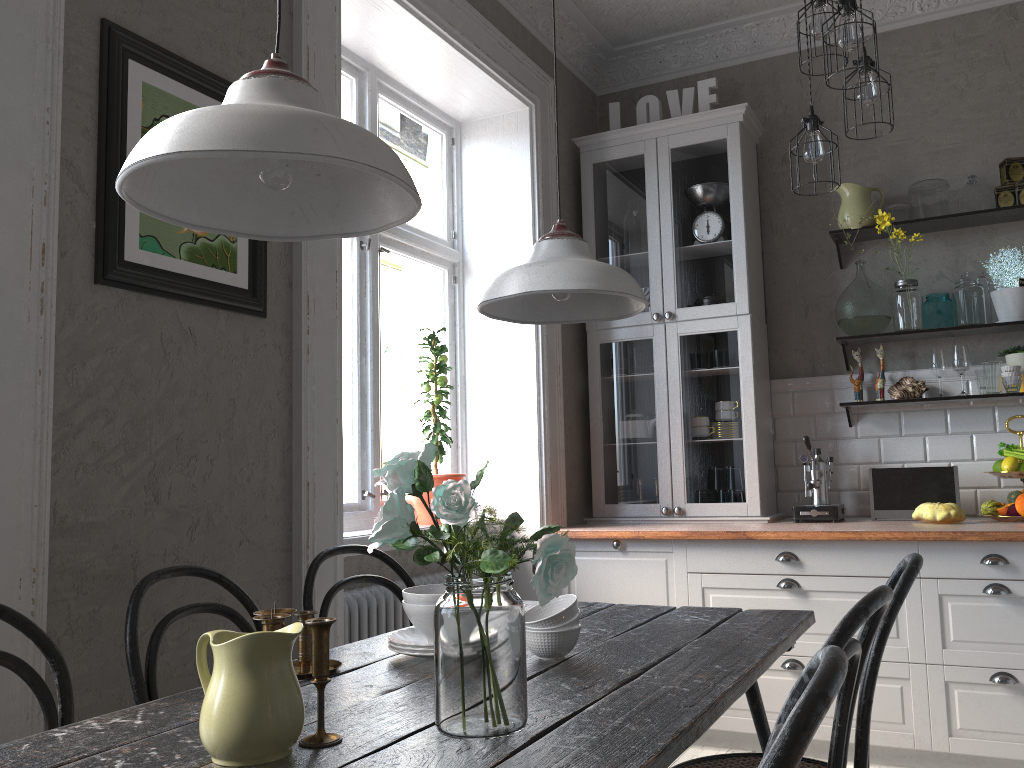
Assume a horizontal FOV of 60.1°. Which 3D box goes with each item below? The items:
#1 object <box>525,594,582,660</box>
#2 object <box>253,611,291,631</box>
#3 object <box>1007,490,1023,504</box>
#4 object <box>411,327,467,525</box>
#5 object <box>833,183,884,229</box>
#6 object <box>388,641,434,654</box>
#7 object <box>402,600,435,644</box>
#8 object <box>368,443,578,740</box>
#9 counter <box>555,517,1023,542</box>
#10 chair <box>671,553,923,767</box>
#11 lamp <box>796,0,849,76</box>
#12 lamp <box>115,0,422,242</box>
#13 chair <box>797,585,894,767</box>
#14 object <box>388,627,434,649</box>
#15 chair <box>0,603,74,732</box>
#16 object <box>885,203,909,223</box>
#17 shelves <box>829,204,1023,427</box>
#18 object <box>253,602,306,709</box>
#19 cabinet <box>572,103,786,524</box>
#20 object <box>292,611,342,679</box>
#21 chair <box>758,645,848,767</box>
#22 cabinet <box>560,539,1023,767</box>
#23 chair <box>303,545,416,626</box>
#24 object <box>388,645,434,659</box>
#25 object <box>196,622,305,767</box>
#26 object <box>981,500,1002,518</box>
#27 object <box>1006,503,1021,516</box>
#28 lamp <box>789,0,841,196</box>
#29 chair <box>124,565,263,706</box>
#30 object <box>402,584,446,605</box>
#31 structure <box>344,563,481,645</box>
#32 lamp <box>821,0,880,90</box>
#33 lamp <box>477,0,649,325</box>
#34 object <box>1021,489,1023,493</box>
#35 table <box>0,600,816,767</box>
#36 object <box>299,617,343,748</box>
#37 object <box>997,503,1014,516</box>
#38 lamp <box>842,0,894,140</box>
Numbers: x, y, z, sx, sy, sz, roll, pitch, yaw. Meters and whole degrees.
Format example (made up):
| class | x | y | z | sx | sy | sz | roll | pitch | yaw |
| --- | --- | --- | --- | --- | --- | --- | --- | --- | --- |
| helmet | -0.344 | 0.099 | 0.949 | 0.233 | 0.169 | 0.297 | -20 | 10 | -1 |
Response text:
| class | x | y | z | sx | sy | sz | roll | pitch | yaw |
| --- | --- | --- | --- | --- | --- | --- | --- | --- | --- |
| object | 0.077 | 0.486 | 1.773 | 0.122 | 0.119 | 0.130 | -7 | -8 | 42 |
| object | -0.362 | 0.426 | 1.333 | 0.063 | 0.172 | 0.061 | 4 | -8 | -42 |
| object | 2.080 | 0.470 | 3.613 | 0.157 | 0.076 | 0.077 | 3 | -7 | -37 |
| object | -0.320 | 0.166 | 3.656 | 0.265 | 0.813 | 0.255 | 3 | -7 | -36 |
| object | 1.585 | -0.803 | 4.050 | 0.187 | 0.216 | 0.177 | -6 | -8 | 40 |
| object | -0.134 | 0.535 | 1.824 | 0.238 | 0.027 | 0.236 | -1 | -6 | -5 |
| object | -0.135 | 0.491 | 1.829 | 0.177 | 0.094 | 0.182 | -3 | -6 | 18 |
| object | -0.053 | 0.291 | 1.290 | 0.307 | 0.414 | 0.255 | -4 | -6 | 25 |
| counter | 1.151 | 0.469 | 2.394 | 3.108 | 0.039 | 3.448 | -5 | -7 | 27 |
| chair | 0.565 | 0.808 | 1.788 | 0.540 | 0.920 | 0.445 | -4 | -6 | 24 |
| lamp | 0.953 | -1.856 | 2.854 | 0.145 | 1.734 | 0.148 | -3 | -6 | 14 |
| lamp | -0.332 | -1.156 | 1.257 | 0.386 | 1.858 | 0.373 | 1 | -7 | -26 |
| chair | 0.321 | 0.770 | 1.361 | 0.538 | 0.920 | 0.446 | -5 | -7 | 34 |
| object | -0.134 | 0.527 | 1.825 | 0.242 | 0.027 | 0.232 | 3 | -8 | -40 |
| chair | -0.742 | 0.794 | 1.293 | 0.538 | 0.920 | 0.446 | -5 | -7 | 34 |
| object | 1.754 | -0.757 | 4.028 | 0.101 | 0.111 | 0.105 | -4 | -7 | 26 |
| shelves | 2.090 | -0.275 | 3.815 | 1.294 | 0.923 | 0.232 | -4 | -7 | 26 |
| object | -0.381 | 0.437 | 1.424 | 0.095 | 0.172 | 0.096 | -2 | -6 | 8 |
| cabinet | 0.798 | -0.281 | 4.295 | 0.865 | 1.920 | 0.394 | -4 | -7 | 26 |
| object | -0.397 | 0.496 | 1.699 | 0.138 | 0.112 | 0.140 | -2 | -6 | 9 |
| chair | 0.073 | 0.727 | 0.879 | 0.540 | 0.920 | 0.445 | -4 | -6 | 24 |
| cabinet | 1.629 | 0.858 | 2.291 | 2.012 | 0.854 | 4.145 | 0 | -6 | -16 |
| chair | -0.238 | 0.876 | 2.222 | 0.538 | 0.920 | 0.447 | -6 | -8 | 39 |
| object | -0.134 | 0.544 | 1.823 | 0.232 | 0.027 | 0.242 | -7 | -8 | 44 |
| object | -0.357 | 0.413 | 1.197 | 0.151 | 0.170 | 0.134 | 0 | -6 | -12 |
| object | 1.967 | 0.507 | 3.605 | 0.154 | 0.072 | 0.075 | 2 | -7 | -34 |
| object | 2.006 | 0.513 | 3.561 | 0.069 | 0.076 | 0.231 | -3 | -6 | 10 |
| lamp | 0.976 | -1.501 | 2.991 | 0.147 | 1.734 | 0.146 | -1 | -6 | -6 |
| chair | -0.483 | 0.838 | 1.793 | 0.540 | 0.920 | 0.445 | -4 | -6 | 24 |
| object | -0.136 | 0.471 | 1.831 | 0.177 | 0.094 | 0.182 | -3 | -6 | 18 |
| structure | -0.321 | 0.930 | 3.306 | 0.146 | 0.428 | 1.243 | -4 | -6 | 25 |
| lamp | 0.965 | -1.745 | 2.657 | 0.148 | 1.734 | 0.145 | 0 | -6 | -16 |
| lamp | 0.090 | -1.084 | 2.059 | 0.372 | 1.858 | 0.387 | -5 | -7 | 34 |
| object | 2.104 | 0.456 | 3.594 | 0.084 | 0.093 | 0.088 | -4 | -6 | 23 |
| table | -0.065 | 0.895 | 1.557 | 0.889 | 0.735 | 1.952 | -5 | -7 | 27 |
| object | -0.269 | 0.418 | 1.248 | 0.058 | 0.167 | 0.060 | -6 | -8 | 40 |
| object | 1.986 | 0.504 | 3.555 | 0.090 | 0.057 | 0.084 | 2 | -7 | -31 |
| lamp | 1.125 | -1.671 | 2.929 | 0.145 | 1.734 | 0.148 | -3 | -6 | 14 |
